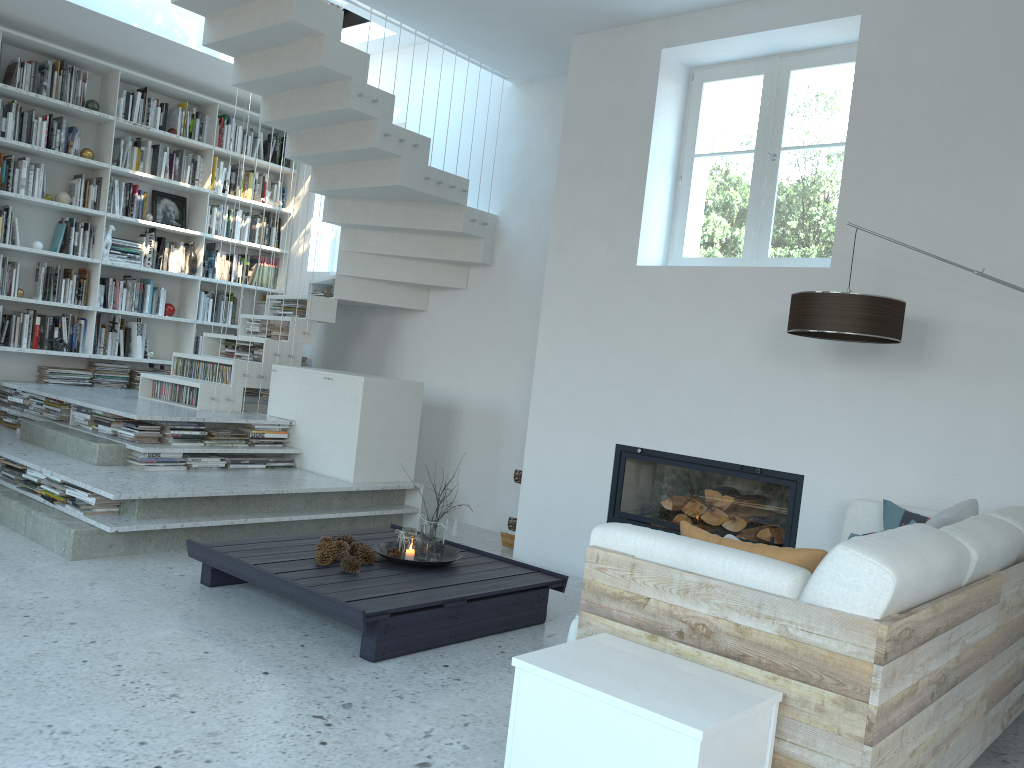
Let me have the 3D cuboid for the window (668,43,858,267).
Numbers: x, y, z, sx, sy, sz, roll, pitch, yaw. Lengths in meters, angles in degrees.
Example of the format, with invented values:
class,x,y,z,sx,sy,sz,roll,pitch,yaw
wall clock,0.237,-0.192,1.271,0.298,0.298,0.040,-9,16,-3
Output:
class,x,y,z,sx,sy,sz,roll,pitch,yaw
window,1.398,-1.212,4.900,1.116,1.226,0.072,8,2,41

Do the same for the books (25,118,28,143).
class,x,y,z,sx,sy,sz,roll,pitch,yaw
books,-3.607,-1.850,6.529,0.132,0.215,0.014,8,2,40

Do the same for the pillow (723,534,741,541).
class,x,y,z,sx,sy,sz,roll,pitch,yaw
pillow,0.772,0.642,2.496,0.482,0.355,0.237,7,2,36

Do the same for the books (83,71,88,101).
class,x,y,z,sx,sy,sz,roll,pitch,yaw
books,-3.300,-2.235,6.796,0.163,0.306,0.006,8,2,40

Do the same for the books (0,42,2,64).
class,x,y,z,sx,sy,sz,roll,pitch,yaw
books,-3.689,-2.271,6.325,0.175,0.304,0.019,8,2,40

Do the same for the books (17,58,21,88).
class,x,y,z,sx,sy,sz,roll,pitch,yaw
books,-3.617,-2.234,6.444,0.172,0.244,0.011,8,2,41

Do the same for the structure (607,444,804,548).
class,x,y,z,sx,sy,sz,roll,pitch,yaw
structure,1.221,0.706,4.961,1.210,0.584,0.735,7,1,37

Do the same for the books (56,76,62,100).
class,x,y,z,sx,sy,sz,roll,pitch,yaw
books,-3.426,-2.194,6.639,0.188,0.201,0.018,8,2,41

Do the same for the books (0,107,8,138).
class,x,y,z,sx,sy,sz,roll,pitch,yaw
books,-3.697,-1.872,6.408,0.148,0.243,0.026,8,2,40

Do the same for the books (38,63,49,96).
class,x,y,z,sx,sy,sz,roll,pitch,yaw
books,-3.488,-2.228,6.562,0.184,0.258,0.028,8,2,41

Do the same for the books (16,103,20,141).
class,x,y,z,sx,sy,sz,roll,pitch,yaw
books,-3.638,-1.893,6.484,0.138,0.296,0.021,8,2,40

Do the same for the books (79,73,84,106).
class,x,y,z,sx,sy,sz,roll,pitch,yaw
books,-3.323,-2.223,6.764,0.180,0.279,0.008,8,2,41

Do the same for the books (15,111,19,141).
class,x,y,z,sx,sy,sz,roll,pitch,yaw
books,-3.646,-1.864,6.470,0.165,0.236,0.012,8,2,41

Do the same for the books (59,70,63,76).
class,x,y,z,sx,sy,sz,roll,pitch,yaw
books,-3.426,-2.219,6.658,0.170,0.251,0.008,8,2,40

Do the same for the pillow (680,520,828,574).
class,x,y,z,sx,sy,sz,roll,pitch,yaw
pillow,0.639,0.568,2.401,0.462,0.339,0.200,7,2,35

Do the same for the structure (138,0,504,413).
class,x,y,z,sx,sy,sz,roll,pitch,yaw
structure,-1.670,-1.150,6.104,1.952,3.383,2.615,8,2,41

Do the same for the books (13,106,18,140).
class,x,y,z,sx,sy,sz,roll,pitch,yaw
books,-3.645,-1.880,6.455,0.165,0.269,0.010,8,2,40

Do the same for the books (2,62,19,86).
class,x,y,z,sx,sy,sz,roll,pitch,yaw
books,-3.632,-2.215,6.406,0.183,0.206,0.046,8,2,41

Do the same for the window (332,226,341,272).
class,x,y,z,sx,sy,sz,roll,pitch,yaw
window,-1.172,-1.548,7.754,1.116,1.226,0.042,8,2,41

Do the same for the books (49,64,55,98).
class,x,y,z,sx,sy,sz,roll,pitch,yaw
books,-3.467,-2.240,6.629,0.159,0.285,0.007,8,2,40

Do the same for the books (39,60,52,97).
class,x,y,z,sx,sy,sz,roll,pitch,yaw
books,-3.486,-2.246,6.596,0.167,0.292,0.024,8,2,40

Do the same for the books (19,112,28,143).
class,x,y,z,sx,sy,sz,roll,pitch,yaw
books,-3.605,-1.863,6.501,0.160,0.241,0.027,8,2,41

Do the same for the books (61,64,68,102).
class,x,y,z,sx,sy,sz,roll,pitch,yaw
books,-3.398,-2.240,6.660,0.183,0.299,0.015,8,2,40

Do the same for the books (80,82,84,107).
class,x,y,z,sx,sy,sz,roll,pitch,yaw
books,-3.328,-2.191,6.783,0.157,0.214,0.018,8,2,41

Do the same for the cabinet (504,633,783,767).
class,x,y,z,sx,sy,sz,roll,pitch,yaw
cabinet,0.282,0.914,2.060,0.502,0.487,0.380,8,2,41

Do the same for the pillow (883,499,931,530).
class,x,y,z,sx,sy,sz,roll,pitch,yaw
pillow,1.723,0.672,3.656,0.176,0.317,0.438,5,2,-41

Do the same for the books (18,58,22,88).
class,x,y,z,sx,sy,sz,roll,pitch,yaw
books,-3.616,-2.240,6.458,0.133,0.255,0.012,8,2,40

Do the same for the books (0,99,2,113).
class,x,y,z,sx,sy,sz,roll,pitch,yaw
books,-3.716,-1.895,6.371,0.159,0.285,0.012,8,2,40

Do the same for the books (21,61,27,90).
class,x,y,z,sx,sy,sz,roll,pitch,yaw
books,-3.587,-2.224,6.460,0.173,0.229,0.013,8,2,41

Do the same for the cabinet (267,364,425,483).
class,x,y,z,sx,sy,sz,roll,pitch,yaw
cabinet,-1.175,0.256,6.055,0.992,0.668,0.551,7,2,41

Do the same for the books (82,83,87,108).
class,x,y,z,sx,sy,sz,roll,pitch,yaw
books,-3.312,-2.187,6.789,0.188,0.209,0.014,8,2,41

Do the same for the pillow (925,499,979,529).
class,x,y,z,sx,sy,sz,roll,pitch,yaw
pillow,1.579,0.627,3.319,0.239,0.407,0.595,8,1,36

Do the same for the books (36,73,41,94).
class,x,y,z,sx,sy,sz,roll,pitch,yaw
books,-3.541,-2.200,6.567,0.132,0.190,0.031,8,2,41

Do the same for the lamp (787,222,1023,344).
class,x,y,z,sx,sy,sz,roll,pitch,yaw
lamp,1.870,0.334,3.634,1.557,1.966,0.470,7,2,26

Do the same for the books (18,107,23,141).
class,x,y,z,sx,sy,sz,roll,pitch,yaw
books,-3.634,-1.883,6.501,0.133,0.276,0.012,8,2,40

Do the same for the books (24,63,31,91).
class,x,y,z,sx,sy,sz,roll,pitch,yaw
books,-3.578,-2.221,6.492,0.163,0.226,0.028,8,2,41

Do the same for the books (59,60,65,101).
class,x,y,z,sx,sy,sz,roll,pitch,yaw
books,-3.416,-2.258,6.662,0.183,0.329,0.007,8,2,40

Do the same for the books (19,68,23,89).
class,x,y,z,sx,sy,sz,roll,pitch,yaw
books,-3.606,-2.203,6.461,0.160,0.183,0.009,8,2,41

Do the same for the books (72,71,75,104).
class,x,y,z,sx,sy,sz,roll,pitch,yaw
books,-3.361,-2.237,6.744,0.137,0.299,0.019,8,2,40

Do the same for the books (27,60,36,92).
class,x,y,z,sx,sy,sz,roll,pitch,yaw
books,-3.557,-2.234,6.514,0.161,0.255,0.030,8,2,41

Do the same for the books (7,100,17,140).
class,x,y,z,sx,sy,sz,roll,pitch,yaw
books,-3.651,-1.900,6.446,0.152,0.307,0.014,8,2,40

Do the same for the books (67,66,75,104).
class,x,y,z,sx,sy,sz,roll,pitch,yaw
books,-3.369,-2.242,6.716,0.182,0.307,0.008,8,2,40

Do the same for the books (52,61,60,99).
class,x,y,z,sx,sy,sz,roll,pitch,yaw
books,-3.440,-2.251,6.639,0.178,0.312,0.006,8,2,40

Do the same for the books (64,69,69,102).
class,x,y,z,sx,sy,sz,roll,pitch,yaw
books,-3.398,-2.229,6.699,0.163,0.275,0.008,8,2,41

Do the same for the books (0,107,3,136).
class,x,y,z,sx,sy,sz,roll,pitch,yaw
books,-3.714,-1.872,6.398,0.138,0.240,0.012,8,2,40

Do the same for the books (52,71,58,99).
class,x,y,z,sx,sy,sz,roll,pitch,yaw
books,-3.448,-2.211,6.627,0.160,0.231,0.018,8,2,41

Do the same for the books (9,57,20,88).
class,x,y,z,sx,sy,sz,roll,pitch,yaw
books,-3.617,-2.234,6.430,0.173,0.244,0.009,8,2,41

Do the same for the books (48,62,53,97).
class,x,y,z,sx,sy,sz,roll,pitch,yaw
books,-3.482,-2.247,6.619,0.138,0.295,0.017,8,2,40

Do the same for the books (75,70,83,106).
class,x,y,z,sx,sy,sz,roll,pitch,yaw
books,-3.333,-2.233,6.759,0.188,0.297,0.013,8,2,40

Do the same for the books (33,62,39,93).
class,x,y,z,sx,sy,sz,roll,pitch,yaw
books,-3.541,-2.233,6.535,0.168,0.256,0.021,8,2,40

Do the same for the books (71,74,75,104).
class,x,y,z,sx,sy,sz,roll,pitch,yaw
books,-3.369,-2.218,6.730,0.149,0.258,0.014,8,2,40

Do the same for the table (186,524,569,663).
class,x,y,z,sx,sy,sz,roll,pitch,yaw
table,-0.626,0.920,4.151,1.256,0.218,1.270,7,1,41

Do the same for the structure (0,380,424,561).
class,x,y,z,sx,sy,sz,roll,pitch,yaw
structure,-2.238,0.489,6.295,3.110,0.659,2.901,7,1,41

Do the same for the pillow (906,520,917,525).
class,x,y,z,sx,sy,sz,roll,pitch,yaw
pillow,1.295,0.641,3.046,0.204,0.322,0.479,7,1,22

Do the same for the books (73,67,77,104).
class,x,y,z,sx,sy,sz,roll,pitch,yaw
books,-3.364,-2.249,6.765,0.133,0.321,0.008,8,2,40

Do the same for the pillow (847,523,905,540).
class,x,y,z,sx,sy,sz,roll,pitch,yaw
pillow,1.059,0.598,2.682,0.197,0.350,0.489,8,2,38

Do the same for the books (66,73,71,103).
class,x,y,z,sx,sy,sz,roll,pitch,yaw
books,-3.389,-2.216,6.711,0.149,0.252,0.024,8,2,40

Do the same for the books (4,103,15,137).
class,x,y,z,sx,sy,sz,roll,pitch,yaw
books,-3.665,-1.889,6.441,0.172,0.283,0.011,8,2,40

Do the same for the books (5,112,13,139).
class,x,y,z,sx,sy,sz,roll,pitch,yaw
books,-3.669,-1.852,6.417,0.181,0.208,0.026,8,2,41
